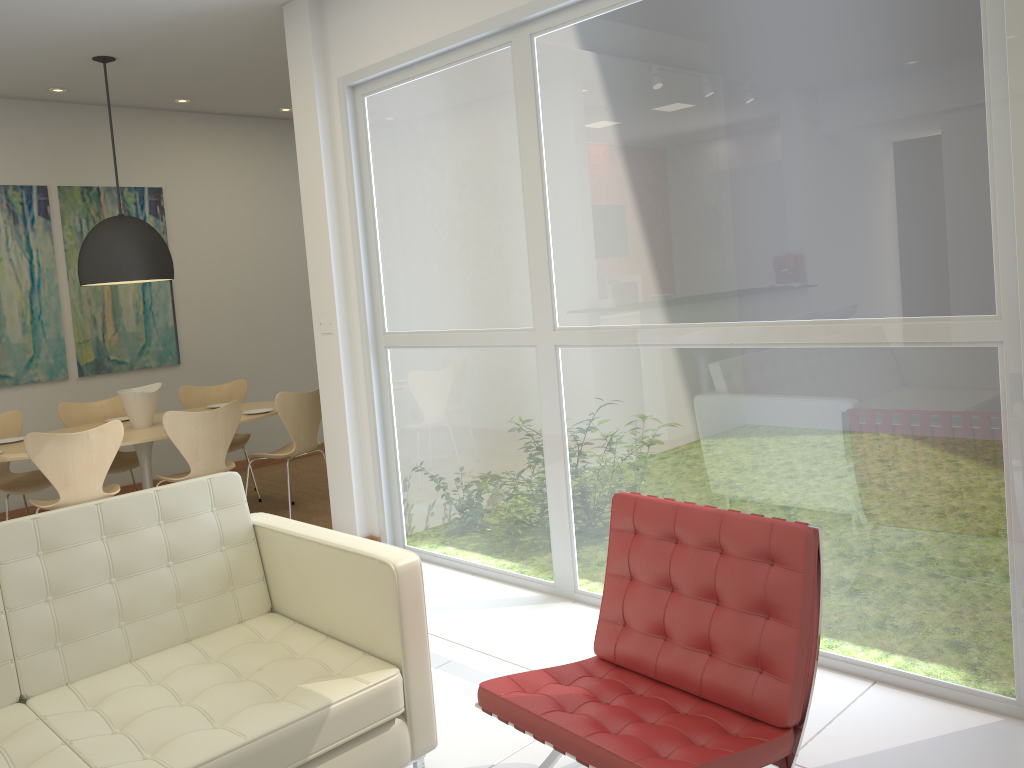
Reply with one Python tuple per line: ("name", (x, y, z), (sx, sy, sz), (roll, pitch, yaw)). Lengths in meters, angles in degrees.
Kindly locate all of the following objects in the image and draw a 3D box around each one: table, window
("table", (-2.498, 0.652, 6.046), (2.272, 0.726, 1.280), (-11, 8, -43))
("window", (0.379, -0.326, 3.841), (0.122, 2.704, 3.432), (-8, 6, -44))

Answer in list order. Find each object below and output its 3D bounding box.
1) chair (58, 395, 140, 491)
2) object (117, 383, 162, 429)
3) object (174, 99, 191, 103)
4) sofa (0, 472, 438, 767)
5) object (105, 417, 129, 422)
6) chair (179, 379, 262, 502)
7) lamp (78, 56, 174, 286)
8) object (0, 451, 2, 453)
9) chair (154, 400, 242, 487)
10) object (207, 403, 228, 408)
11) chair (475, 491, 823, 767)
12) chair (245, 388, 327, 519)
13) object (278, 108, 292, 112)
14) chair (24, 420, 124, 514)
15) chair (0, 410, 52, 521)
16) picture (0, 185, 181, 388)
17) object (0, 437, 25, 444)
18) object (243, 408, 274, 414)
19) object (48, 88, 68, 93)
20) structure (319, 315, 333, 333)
("chair", (-2.897, 0.561, 6.361), (0.523, 0.903, 0.516), (-8, 5, -40))
("object", (-2.521, 0.152, 6.013), (0.271, 0.279, 0.262), (-6, 5, -9))
("object", (-2.703, -2.321, 7.260), (0.129, 0.010, 0.130), (-5, 7, 1))
("sofa", (-1.484, 0.932, 2.031), (2.577, 0.919, 1.000), (-11, 8, -44))
("object", (-2.844, 0.260, 6.440), (0.211, 0.015, 0.211), (-8, 7, -27))
("chair", (-2.257, 0.454, 6.821), (0.522, 0.903, 0.517), (-6, 4, -20))
("lamp", (-2.651, -1.424, 5.928), (0.597, 1.488, 0.594), (-8, 5, -42))
("object", (-3.150, 0.424, 5.260), (0.210, 0.015, 0.211), (-7, 7, -22))
("chair", (-1.990, 0.574, 5.606), (0.523, 0.903, 0.515), (-9, 6, -44))
("object", (-2.232, 0.168, 6.791), (0.210, 0.015, 0.211), (-2, 7, 24))
("chair", (0.382, 0.793, 2.403), (0.709, 0.814, 0.700), (-9, 6, -39))
("chair", (-1.551, 0.473, 6.159), (0.515, 0.903, 0.524), (-2, 5, 29))
("object", (-2.025, -2.456, 7.928), (0.129, 0.010, 0.130), (-5, 7, 1))
("chair", (-2.517, 0.675, 5.124), (0.523, 0.903, 0.516), (-8, 5, -37))
("chair", (-3.302, 0.656, 5.832), (0.515, 0.903, 0.524), (-3, 5, 25))
("picture", (-3.511, -0.793, 6.917), (1.747, 1.501, 0.020), (-10, 6, -44))
("object", (-3.286, 0.374, 5.785), (0.210, 0.015, 0.211), (-7, 7, -22))
("object", (-1.788, 0.196, 6.240), (0.210, 0.015, 0.211), (-3, 7, 11))
("object", (-3.381, -2.187, 6.591), (0.129, 0.010, 0.130), (-5, 7, 1))
("structure", (-1.071, -0.345, 5.092), (0.013, 0.104, 0.114), (-8, 6, -44))
